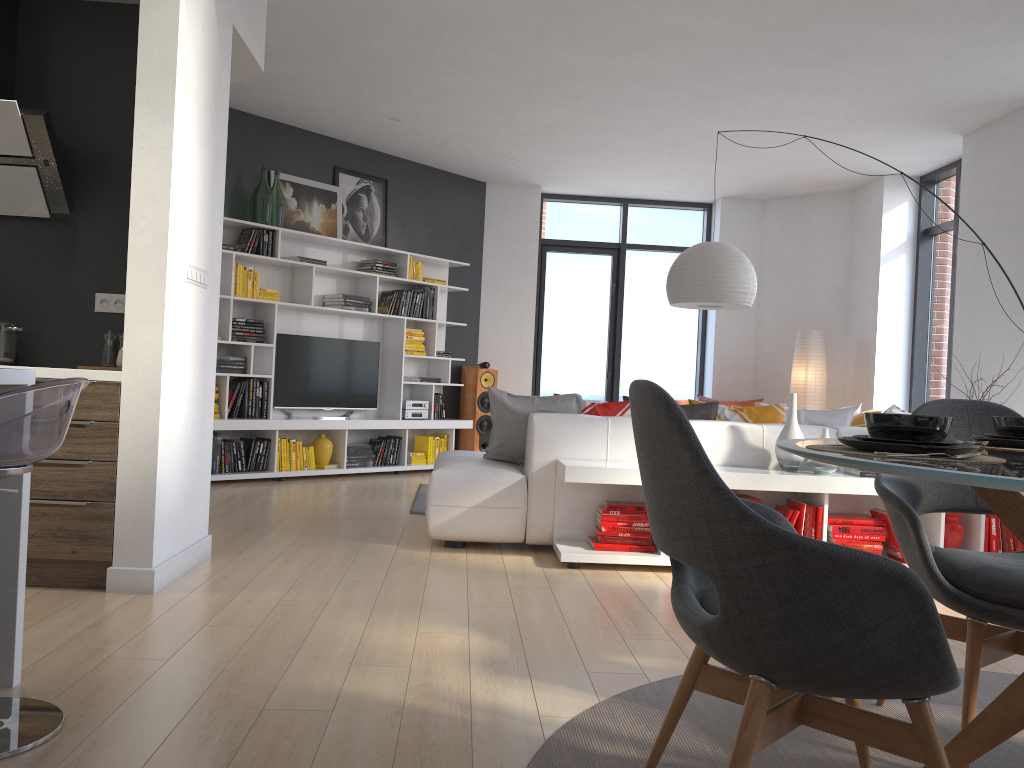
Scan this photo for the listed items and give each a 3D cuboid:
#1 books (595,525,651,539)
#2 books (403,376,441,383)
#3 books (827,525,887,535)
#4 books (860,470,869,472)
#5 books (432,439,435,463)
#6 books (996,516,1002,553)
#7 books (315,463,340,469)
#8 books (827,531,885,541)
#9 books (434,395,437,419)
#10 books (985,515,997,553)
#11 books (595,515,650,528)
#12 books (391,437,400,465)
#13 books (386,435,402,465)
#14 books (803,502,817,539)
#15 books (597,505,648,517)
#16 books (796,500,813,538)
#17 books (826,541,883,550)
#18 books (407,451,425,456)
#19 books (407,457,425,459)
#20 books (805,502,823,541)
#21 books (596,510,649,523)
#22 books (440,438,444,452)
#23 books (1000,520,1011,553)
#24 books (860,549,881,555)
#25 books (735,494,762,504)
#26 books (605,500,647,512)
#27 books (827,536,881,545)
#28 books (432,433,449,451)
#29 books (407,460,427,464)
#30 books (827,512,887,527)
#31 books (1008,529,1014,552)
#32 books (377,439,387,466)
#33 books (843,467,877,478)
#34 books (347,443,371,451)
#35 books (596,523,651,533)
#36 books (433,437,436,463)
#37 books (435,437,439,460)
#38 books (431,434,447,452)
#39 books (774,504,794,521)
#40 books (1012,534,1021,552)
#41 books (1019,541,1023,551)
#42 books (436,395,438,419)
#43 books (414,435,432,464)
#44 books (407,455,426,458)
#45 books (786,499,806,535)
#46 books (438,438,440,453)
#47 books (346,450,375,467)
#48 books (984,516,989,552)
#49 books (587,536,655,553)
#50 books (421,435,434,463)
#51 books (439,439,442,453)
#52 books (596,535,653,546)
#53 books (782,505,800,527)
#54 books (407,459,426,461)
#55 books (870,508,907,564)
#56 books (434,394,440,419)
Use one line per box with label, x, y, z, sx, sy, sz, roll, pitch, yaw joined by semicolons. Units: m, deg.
books;0.554;0.744;4.456;0.266;0.026;0.187;3;0;2
books;-0.880;-0.042;8.610;0.250;0.047;0.310;3;0;37
books;1.715;0.725;4.497;0.279;0.039;0.206;3;0;-4
books;1.873;0.427;4.471;0.238;0.027;0.188;3;0;10
books;-0.808;0.645;8.550;0.156;0.229;0.024;3;0;41
books;2.416;0.784;4.493;0.056;0.262;0.185;3;0;-3
books;-1.659;0.701;7.648;0.270;0.029;0.204;3;0;27
books;1.717;0.758;4.481;0.261;0.027;0.191;3;0;1
books;-0.813;0.220;8.664;0.189;0.240;0.053;3;0;42
books;2.385;0.777;4.493;0.050;0.268;0.198;3;0;-3
books;0.562;0.693;4.479;0.261;0.028;0.191;3;0;-3
books;-1.138;0.618;8.209;0.191;0.249;0.084;3;0;42
books;-1.116;0.614;8.235;0.197;0.260;0.066;3;0;42
books;1.477;0.737;4.453;0.028;0.266;0.188;3;0;-3
books;0.566;0.640;4.466;0.254;0.025;0.178;3;0;-4
books;1.446;0.732;4.461;0.038;0.270;0.215;3;0;-3
books;1.707;0.807;4.485;0.257;0.025;0.182;3;0;-3
books;-0.940;0.663;8.438;0.138;0.026;0.186;3;0;42
books;-0.923;0.700;8.417;0.113;0.018;0.169;3;0;43
books;1.505;0.735;4.440;0.028;0.269;0.181;3;0;-4
books;0.567;0.666;4.463;0.269;0.028;0.179;3;0;-2
books;-0.737;0.644;8.658;0.172;0.234;0.024;3;0;42
books;2.450;0.790;4.503;0.076;0.252;0.199;3;0;-3
books;1.696;0.832;4.477;0.266;0.026;0.187;3;0;2
books;1.088;0.579;4.450;0.259;0.034;0.206;3;0;-6
books;0.576;0.614;4.458;0.206;0.029;0.152;3;0;3
books;1.707;0.783;4.476;0.236;0.023;0.178;3;0;-3
books;-0.710;0.628;8.709;0.213;0.270;0.025;3;0;42
books;-0.933;0.736;8.431;0.147;0.033;0.190;3;0;42
books;1.709;0.690;4.522;0.301;0.032;0.227;3;0;-3
books;2.480;0.795;4.494;0.066;0.247;0.175;3;0;-3
books;-1.242;0.622;8.096;0.187;0.234;0.096;3;0;42
books;1.871;0.453;4.496;0.300;0.026;0.245;3;0;2
books;-1.453;0.565;7.928;0.250;0.047;0.310;3;0;37
books;0.566;0.719;4.463;0.257;0.025;0.182;3;0;-3
books;-0.807;0.632;8.578;0.180;0.251;0.019;3;0;42
books;-0.788;0.633;8.597;0.185;0.250;0.035;3;0;42
books;-0.721;0.627;8.683;0.204;0.270;0.029;3;0;42
books;1.304;0.736;4.444;0.144;0.247;0.188;3;0;-3
books;2.514;0.803;4.501;0.081;0.230;0.165;3;0;-3
books;2.538;0.803;4.506;0.083;0.233;0.178;3;0;-3
books;-0.792;0.222;8.677;0.170;0.236;0.049;3;0;42
books;-0.854;0.628;8.526;0.198;0.255;0.044;3;0;42
books;-0.929;0.684;8.432;0.134;0.014;0.187;3;0;42
books;1.410;0.726;4.443;0.046;0.282;0.199;3;0;-3
books;-0.770;0.640;8.620;0.169;0.239;0.023;3;0;42
books;-1.437;0.658;7.918;0.277;0.137;0.343;3;0;37
books;2.348;0.785;4.483;0.026;0.250;0.168;3;0;-4
books;0.545;0.806;4.456;0.301;0.032;0.227;3;0;-3
books;-0.835;0.626;8.550;0.199;0.263;0.015;3;0;42
books;-0.751;0.643;8.636;0.172;0.234;0.024;3;0;42
books;0.562;0.774;4.465;0.259;0.034;0.206;3;0;0
books;1.346;0.738;4.439;0.115;0.245;0.192;3;0;-3
books;-0.934;0.713;8.434;0.148;0.011;0.196;3;0;42
books;1.911;0.765;4.485;0.134;0.248;0.192;3;0;-3
books;-0.771;0.219;8.689;0.169;0.242;0.050;3;0;41
